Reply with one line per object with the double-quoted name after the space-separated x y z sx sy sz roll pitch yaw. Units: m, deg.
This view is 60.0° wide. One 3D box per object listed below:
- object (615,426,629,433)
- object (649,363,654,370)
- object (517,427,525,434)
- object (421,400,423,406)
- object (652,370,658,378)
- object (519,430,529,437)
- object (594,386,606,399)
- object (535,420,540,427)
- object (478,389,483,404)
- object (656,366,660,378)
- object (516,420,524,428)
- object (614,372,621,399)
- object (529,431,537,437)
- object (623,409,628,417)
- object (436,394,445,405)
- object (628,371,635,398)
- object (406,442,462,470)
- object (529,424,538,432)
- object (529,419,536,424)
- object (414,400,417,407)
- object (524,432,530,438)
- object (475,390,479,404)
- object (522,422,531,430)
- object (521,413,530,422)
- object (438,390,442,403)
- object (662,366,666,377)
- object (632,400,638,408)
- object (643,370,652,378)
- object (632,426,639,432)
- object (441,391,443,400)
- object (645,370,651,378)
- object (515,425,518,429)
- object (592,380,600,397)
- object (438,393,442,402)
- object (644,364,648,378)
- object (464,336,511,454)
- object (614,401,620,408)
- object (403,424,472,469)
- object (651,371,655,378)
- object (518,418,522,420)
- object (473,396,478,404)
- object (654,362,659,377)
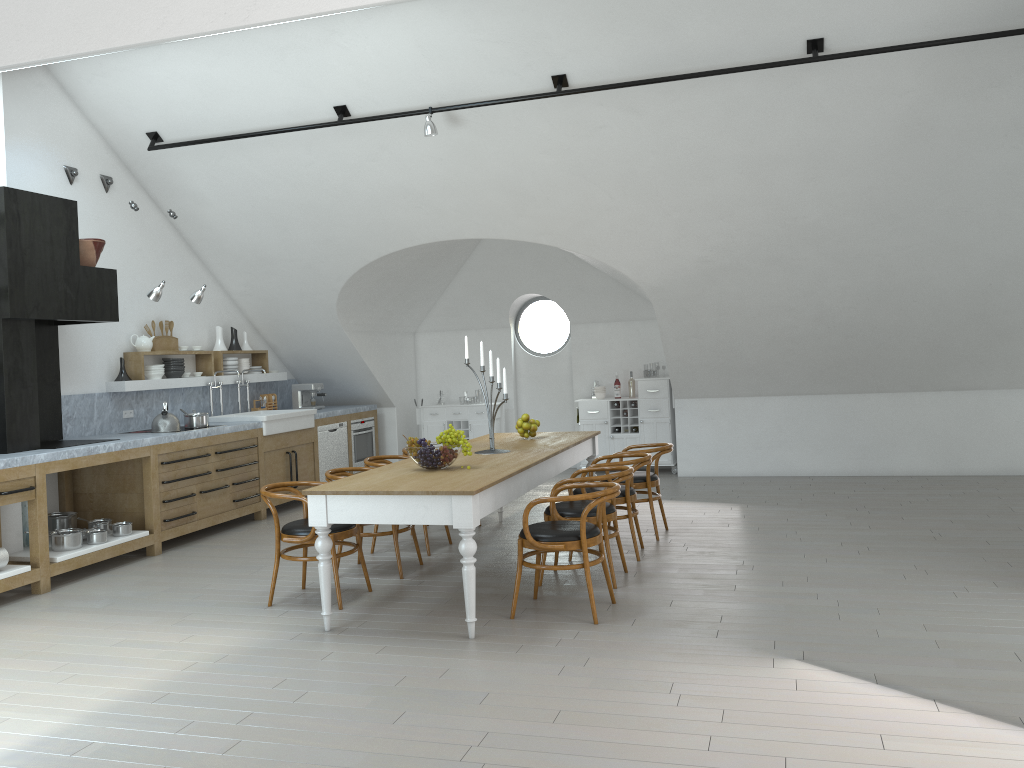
1.362 0.554 10.964 0.156 0.085 0.331 -2 2 18 "object"
1.731 -0.167 10.981 0.054 0.179 0.054 -3 0 11 "object"
0.074 0.385 7.309 0.059 0.056 0.059 -2 1 12 "object"
-1.171 0.323 11.487 0.088 0.269 0.029 -2 0 44 "object"
1.761 -0.126 10.917 0.071 0.098 0.071 -2 1 25 "object"
0.100 0.406 7.379 0.080 0.074 0.078 -3 1 -28 "object"
1.097 0.109 11.043 0.158 0.160 0.154 -3 1 -45 "object"
0.205 0.331 7.382 0.063 0.063 0.062 -3 1 -21 "object"
-0.403 0.163 11.374 0.063 0.187 0.063 -3 0 2 "object"
1.787 -0.149 10.823 0.046 0.143 0.046 -2 0 28 "object"
0.068 0.330 7.333 0.066 0.071 0.072 -3 1 -14 "object"
1.309 0.016 11.004 0.081 0.329 0.081 -3 0 13 "object"
0.172 0.410 7.363 0.063 0.063 0.064 -2 1 28 "object"
1.422 0.357 10.947 0.085 0.085 0.331 -2 2 17 "object"
-0.940 0.206 11.669 0.101 0.138 0.067 -2 0 17 "object"
1.479 0.009 10.945 0.085 0.331 0.085 -3 0 -24 "object"
-0.489 0.461 5.614 0.360 0.159 0.360 -3 1 -3 "object"
0.177 0.363 7.307 0.071 0.072 0.070 -3 1 -18 "object"
0.168 0.317 7.339 0.058 0.057 0.053 -2 1 32 "object"
-1.224 0.325 11.503 0.088 0.269 0.029 -3 0 -10 "object"
0.122 0.422 7.315 0.049 0.050 0.051 -2 1 21 "object"
-0.447 0.167 11.420 0.054 0.179 0.054 -3 0 -6 "object"
0.119 0.346 7.281 0.071 0.064 0.072 -2 1 10 "object"
0.113 0.280 7.347 0.072 0.074 0.072 -2 1 17 "object"
-0.950 0.171 11.677 0.039 0.175 0.054 -3 0 17 "object"
1.859 -0.153 10.835 0.046 0.143 0.046 -2 0 28 "object"
1.514 0.247 10.901 0.087 0.085 0.360 -2 2 17 "object"
1.672 -0.120 10.934 0.094 0.093 0.093 -3 1 -40 "object"
1.526 0.551 10.907 0.081 0.081 0.359 -2 2 15 "object"
-0.923 0.173 11.653 0.039 0.164 0.024 -3 0 30 "object"
1.659 -0.121 10.782 0.082 0.105 0.081 -3 1 -35 "object"
0.059 0.357 7.391 0.062 0.059 0.062 -2 1 21 "object"
1.066 0.058 11.286 0.115 0.209 0.065 -2 0 19 "object"
-0.937 0.186 11.676 0.097 0.137 0.029 -2 0 20 "object"
1.645 -0.155 10.863 0.048 0.169 0.048 -3 0 -40 "object"
-0.173 0.061 6.532 0.265 0.875 0.775 -3 1 -9 "object"
1.318 0.250 10.970 0.092 0.094 0.359 -2 2 18 "object"
-0.472 0.398 5.593 0.394 0.284 0.292 -3 1 -19 "object"
1.711 -0.116 10.851 0.077 0.085 0.077 -2 1 25 "object"
0.078 0.311 7.419 0.062 0.059 0.062 -2 1 18 "object"
-0.470 0.210 11.355 0.071 0.098 0.071 -2 1 40 "object"
1.795 -0.174 10.980 0.063 0.187 0.063 -3 0 3 "object"
